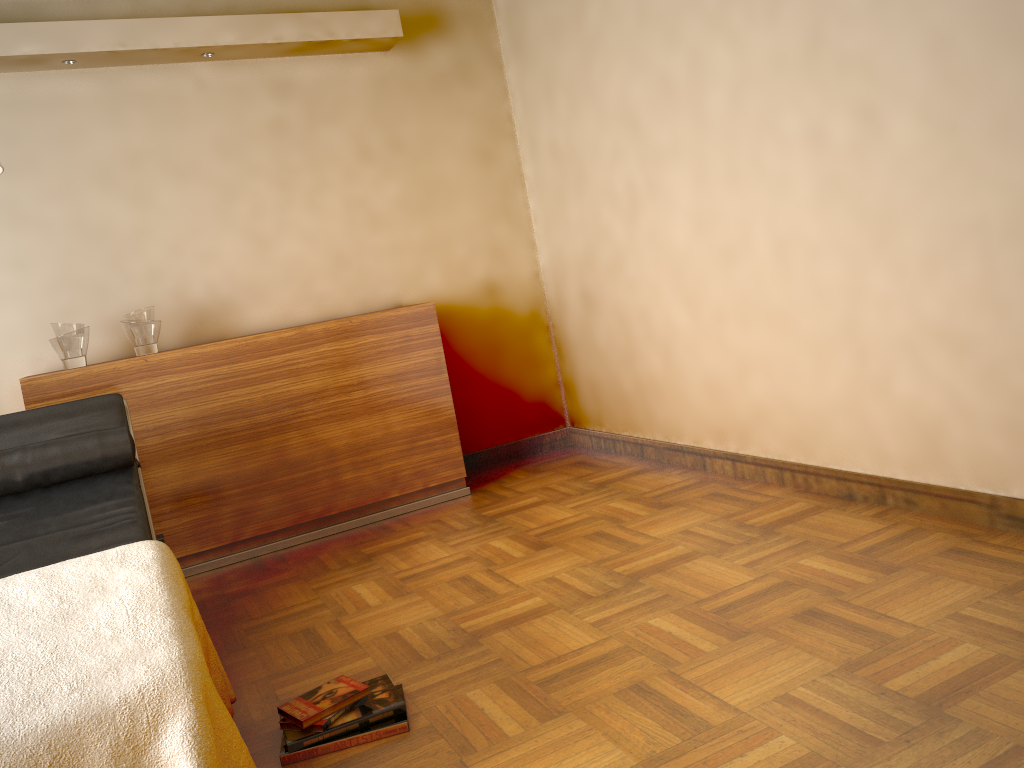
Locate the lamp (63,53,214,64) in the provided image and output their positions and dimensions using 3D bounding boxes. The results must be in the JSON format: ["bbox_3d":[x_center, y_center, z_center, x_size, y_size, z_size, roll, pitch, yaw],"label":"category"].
[{"bbox_3d":[-1.855,-1.367,3.718,1.166,0.028,0.050,-13,6,-25],"label":"lamp"}]

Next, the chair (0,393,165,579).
[{"bbox_3d":[-1.201,0.501,2.239,0.640,0.793,1.786,-12,6,-24],"label":"chair"}]

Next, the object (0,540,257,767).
[{"bbox_3d":[-0.966,0.669,1.758,0.924,0.518,0.908,-13,6,-24],"label":"object"}]

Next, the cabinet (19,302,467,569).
[{"bbox_3d":[-1.105,0.220,3.846,1.686,0.859,0.414,-13,4,-25],"label":"cabinet"}]

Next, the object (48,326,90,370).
[{"bbox_3d":[-1.752,-0.140,3.517,0.155,0.154,0.157,-8,5,22],"label":"object"}]

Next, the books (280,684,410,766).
[{"bbox_3d":[-0.382,0.775,2.023,0.281,0.022,0.201,-12,7,-10],"label":"books"}]

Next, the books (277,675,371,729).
[{"bbox_3d":[-0.431,0.725,2.025,0.174,0.018,0.123,-16,9,-40],"label":"books"}]

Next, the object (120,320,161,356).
[{"bbox_3d":[-1.513,-0.197,3.630,0.157,0.154,0.155,-13,5,-34],"label":"object"}]

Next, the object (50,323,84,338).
[{"bbox_3d":[-1.759,-0.178,3.515,0.123,0.149,0.122,-14,5,-42],"label":"object"}]

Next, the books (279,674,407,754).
[{"bbox_3d":[-0.394,0.755,2.037,0.266,0.020,0.189,-13,7,-20],"label":"books"}]

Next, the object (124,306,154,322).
[{"bbox_3d":[-1.520,-0.235,3.629,0.122,0.149,0.124,-6,5,45],"label":"object"}]

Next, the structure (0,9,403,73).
[{"bbox_3d":[-1.555,-1.496,3.876,2.194,0.129,0.273,-13,7,-25],"label":"structure"}]

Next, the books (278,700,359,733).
[{"bbox_3d":[-0.433,0.743,2.031,0.123,0.018,0.175,-7,7,25],"label":"books"}]

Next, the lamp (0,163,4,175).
[{"bbox_3d":[-1.487,-0.022,2.442,0.454,1.959,1.413,-11,4,-21],"label":"lamp"}]
